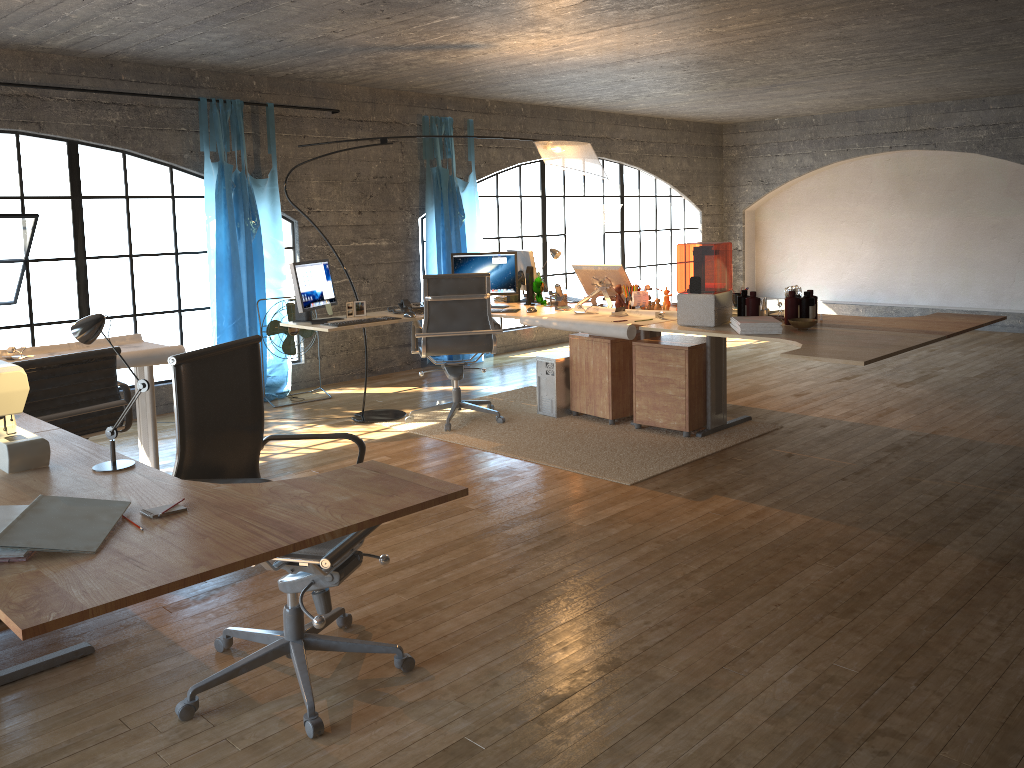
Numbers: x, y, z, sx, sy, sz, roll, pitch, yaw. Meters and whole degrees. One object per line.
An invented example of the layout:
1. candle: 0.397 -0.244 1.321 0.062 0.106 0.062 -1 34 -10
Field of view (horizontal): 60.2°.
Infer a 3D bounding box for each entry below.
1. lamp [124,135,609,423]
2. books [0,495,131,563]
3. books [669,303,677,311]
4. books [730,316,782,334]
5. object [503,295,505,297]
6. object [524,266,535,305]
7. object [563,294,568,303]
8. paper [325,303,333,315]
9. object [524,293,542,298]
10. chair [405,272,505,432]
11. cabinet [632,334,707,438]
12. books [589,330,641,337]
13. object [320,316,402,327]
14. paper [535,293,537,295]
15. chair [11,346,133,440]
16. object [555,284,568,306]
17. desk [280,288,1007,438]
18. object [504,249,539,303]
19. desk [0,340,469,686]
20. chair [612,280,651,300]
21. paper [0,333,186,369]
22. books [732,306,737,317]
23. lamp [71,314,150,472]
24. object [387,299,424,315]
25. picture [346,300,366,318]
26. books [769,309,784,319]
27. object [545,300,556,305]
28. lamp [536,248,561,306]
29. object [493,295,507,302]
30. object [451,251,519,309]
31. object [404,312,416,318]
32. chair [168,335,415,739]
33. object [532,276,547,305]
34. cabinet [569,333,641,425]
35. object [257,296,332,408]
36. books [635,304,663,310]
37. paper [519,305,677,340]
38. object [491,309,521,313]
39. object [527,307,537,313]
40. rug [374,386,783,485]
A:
1. lamp: -2.442 -0.685 6.087 6.235 1.917 0.389 -1 6 1
2. books: -0.992 0.294 1.822 0.318 0.044 0.311 -3 11 -10
3. books: 1.110 -0.493 5.672 0.290 0.053 0.263 -2 11 -4
4. books: 1.284 -0.312 4.660 0.221 0.057 0.313 0 11 5
5. object: -0.058 -0.681 6.694 0.145 0.032 0.153 -10 14 -40
6. object: 0.124 -0.707 6.347 0.085 0.275 0.086 -1 6 1
7. object: 0.380 -0.604 6.296 0.035 0.078 0.099 -1 9 2
8. paper: -1.182 -0.483 5.718 0.018 0.073 0.078 0 8 15
9. object: 0.168 -0.699 6.884 0.135 0.056 0.156 -7 11 -29
10. chair: -0.416 -0.251 5.971 0.653 1.005 0.692 -3 7 -11
11. cabinet: 1.046 0.004 5.598 0.428 0.566 0.429 5 10 42
12. books: 0.693 -0.392 5.931 0.312 0.109 0.221 -11 14 -43
13. object: -0.944 -0.395 5.551 0.188 0.011 0.494 9 15 44
14. paper: 0.187 -0.659 6.473 0.019 0.074 0.079 -4 8 -20
15. chair: -2.029 0.290 3.739 0.686 0.850 0.659 3 9 31
16. object: 0.338 -0.629 6.217 0.083 0.158 0.085 3 8 34
17. desk: 0.910 -0.072 5.584 3.487 0.730 3.284 9 15 44
18. object: 0.085 -0.808 6.590 0.286 0.386 0.474 -4 9 -20
19. desk: -1.455 0.438 3.208 1.647 0.731 3.527 -11 14 -43
20. chair: 0.768 -0.325 6.615 0.684 0.850 0.661 -1 7 1
21. paper: -2.175 -0.132 4.428 0.585 0.112 0.858 9 15 44
22. books: 1.329 -0.415 5.191 0.179 0.069 0.231 -9 13 -36
23. lamp: -1.047 0.019 2.313 0.207 0.405 0.106 2 7 31
24. object: -0.699 -0.527 6.031 0.279 0.080 0.416 -4 11 -13
25. picture: -1.041 -0.497 5.850 0.032 0.104 0.160 4 11 45
26. books: 1.571 -0.427 5.287 0.309 0.044 0.319 -10 14 -39
27. object: 0.295 -0.586 6.350 0.132 0.026 0.133 9 15 44
28. lamp: 0.261 -0.757 6.241 0.106 0.405 0.208 -5 7 -33
29. object: -0.041 -0.651 6.712 0.205 0.036 0.206 8 14 42
30. object: -0.192 -0.738 6.255 0.470 0.387 0.289 -2 7 -5
31. object: -0.666 -0.452 5.753 0.059 0.033 0.101 -8 12 -34
32. chair: -0.659 0.381 2.658 0.685 1.005 0.660 0 7 14
33. object: 0.190 -0.678 6.335 0.115 0.218 0.249 -1 8 5
34. cabinet: 0.692 -0.059 5.977 0.475 0.566 0.428 -7 9 -37
35. object: -1.776 -0.285 6.897 0.493 0.794 0.584 -7 9 -40
36. books: 0.951 -0.523 5.961 0.215 0.012 0.333 5 12 31
37. paper: 0.543 -0.389 5.420 0.856 0.112 0.586 9 15 44
38. object: -0.197 -0.496 5.982 0.490 0.011 0.189 0 11 10
39. object: 0.130 -0.494 5.870 0.059 0.033 0.102 2 11 19
40. rug: 0.376 0.265 5.803 2.212 0.005 1.613 9 15 44
